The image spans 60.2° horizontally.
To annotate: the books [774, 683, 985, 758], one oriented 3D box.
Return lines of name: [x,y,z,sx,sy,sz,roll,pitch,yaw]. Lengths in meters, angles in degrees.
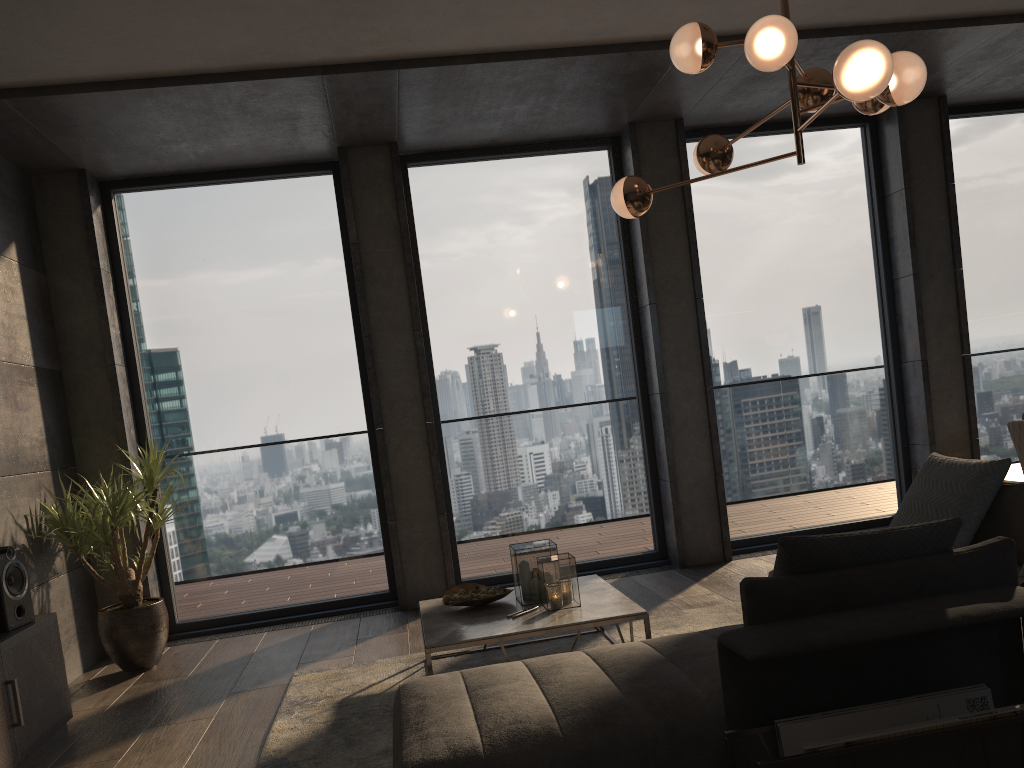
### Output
books: [0.961,0.981,2.224,0.566,0.357,0.062,-7,3,-7]

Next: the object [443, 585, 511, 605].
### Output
object: [-0.166,1.009,4.172,0.322,0.072,0.278,-7,-1,-18]

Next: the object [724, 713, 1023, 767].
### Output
object: [0.894,0.997,2.151,0.666,0.353,0.215,-7,2,-7]

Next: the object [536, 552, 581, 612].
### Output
object: [0.208,0.883,3.947,0.149,0.221,0.148,-7,2,-8]

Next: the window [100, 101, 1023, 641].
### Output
window: [1.107,-0.242,6.241,7.252,3.016,0.198,-7,3,-7]

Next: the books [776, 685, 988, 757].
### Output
books: [0.960,0.981,2.208,0.566,0.356,0.067,-7,3,-7]

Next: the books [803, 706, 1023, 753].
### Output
books: [0.966,0.976,2.096,0.566,0.357,0.064,-7,3,-7]

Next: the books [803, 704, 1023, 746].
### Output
books: [0.971,0.976,2.109,0.566,0.357,0.064,-7,3,-7]

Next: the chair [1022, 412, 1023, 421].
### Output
chair: [3.381,0.533,5.244,0.555,0.840,0.509,-7,2,-3]

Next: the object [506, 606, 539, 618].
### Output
object: [0.052,1.006,3.900,0.046,0.012,0.180,-9,-2,44]

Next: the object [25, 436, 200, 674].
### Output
object: [-2.289,0.976,5.009,1.028,1.366,0.945,-6,2,24]

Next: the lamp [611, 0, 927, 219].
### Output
lamp: [1.142,-1.371,3.677,1.009,1.042,1.469,-8,0,-32]

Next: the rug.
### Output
rug: [0.536,1.267,3.888,3.138,0.020,1.729,-7,-2,-7]

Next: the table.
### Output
table: [0.065,1.172,4.062,0.929,0.310,0.930,-7,-1,-8]

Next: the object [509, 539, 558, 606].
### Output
object: [0.112,0.880,4.143,0.196,0.262,0.199,-7,2,-8]

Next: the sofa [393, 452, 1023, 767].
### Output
sofa: [1.010,0.793,3.101,2.905,0.787,2.023,-7,-1,-8]

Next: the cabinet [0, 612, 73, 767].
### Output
cabinet: [-2.153,1.304,2.890,0.539,0.552,2.408,-7,-1,-8]

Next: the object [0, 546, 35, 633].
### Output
object: [-2.257,0.888,3.818,0.249,0.356,0.197,-7,2,2]

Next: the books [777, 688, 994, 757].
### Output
books: [0.961,0.981,2.190,0.566,0.355,0.079,-7,3,-7]

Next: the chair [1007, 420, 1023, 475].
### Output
chair: [2.905,0.572,4.541,0.510,0.840,0.553,-7,2,2]

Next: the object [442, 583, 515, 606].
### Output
object: [-0.158,1.005,4.175,0.345,0.084,0.348,-6,-2,-30]
